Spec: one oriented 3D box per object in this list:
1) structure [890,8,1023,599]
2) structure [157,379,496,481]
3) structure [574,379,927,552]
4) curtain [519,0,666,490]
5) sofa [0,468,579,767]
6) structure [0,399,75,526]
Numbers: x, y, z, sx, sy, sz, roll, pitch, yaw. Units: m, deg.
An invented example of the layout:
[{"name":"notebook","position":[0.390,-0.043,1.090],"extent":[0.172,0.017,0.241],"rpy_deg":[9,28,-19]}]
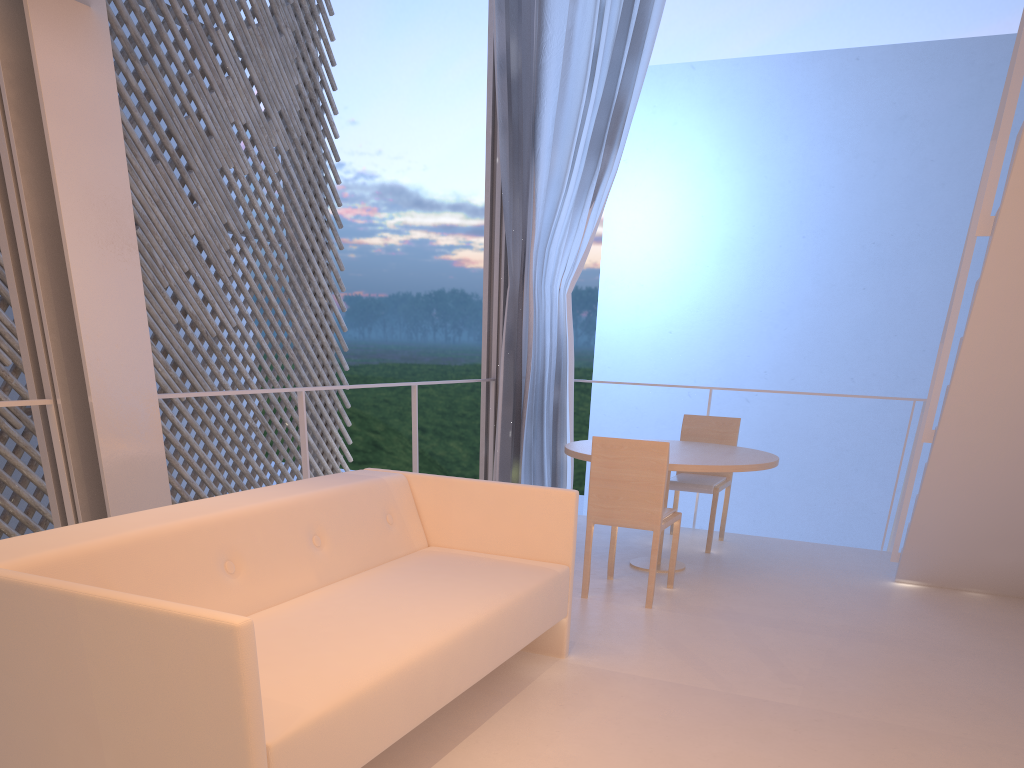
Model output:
[{"name":"structure","position":[0.869,0.329,2.910],"extent":[1.687,3.642,3.387],"rpy_deg":[10,15,24]},{"name":"structure","position":[-0.424,0.295,2.430],"extent":[0.027,0.608,1.589],"rpy_deg":[12,9,25]},{"name":"structure","position":[0.986,0.917,3.832],"extent":[1.335,1.968,1.327],"rpy_deg":[9,17,23]},{"name":"curtain","position":[0.301,-0.774,2.630],"extent":[0.506,2.657,0.087],"rpy_deg":[8,22,17]},{"name":"sofa","position":[-0.298,0.399,1.380],"extent":[0.489,0.404,0.920],"rpy_deg":[7,7,25]},{"name":"structure","position":[-1.186,0.342,0.879],"extent":[0.027,0.608,1.591],"rpy_deg":[12,9,25]}]
